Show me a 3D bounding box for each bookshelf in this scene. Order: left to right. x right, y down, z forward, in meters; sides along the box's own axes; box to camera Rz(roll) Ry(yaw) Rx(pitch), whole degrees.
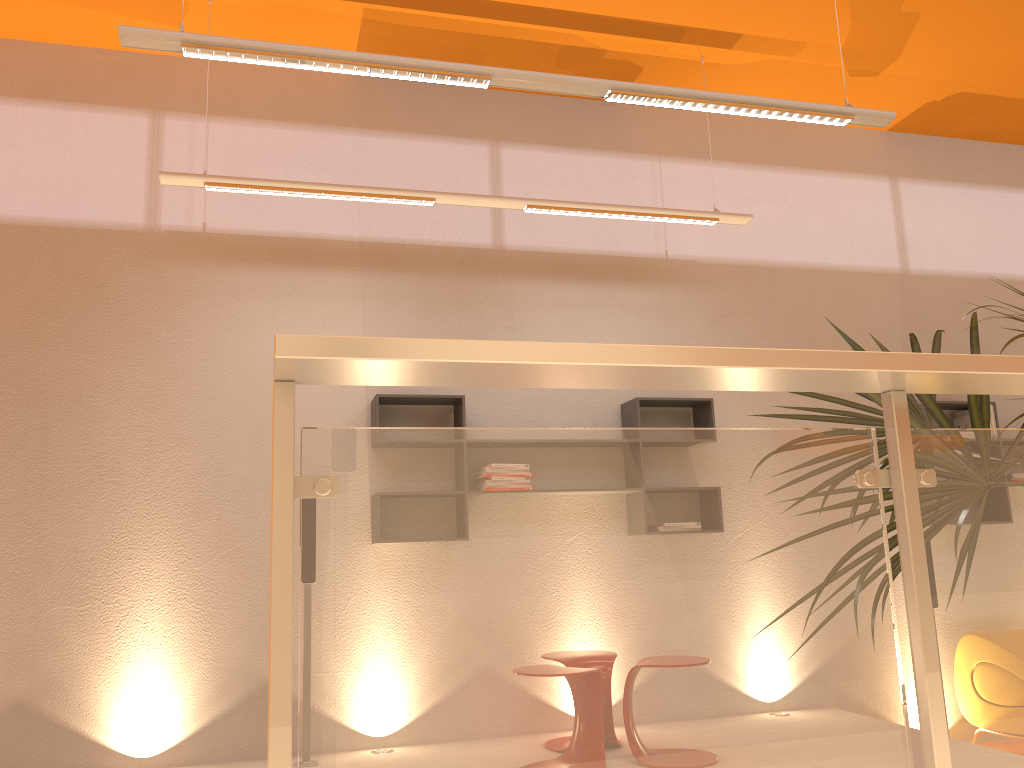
[{"bbox_3d":[0.904,1.152,5.096,3.370,2.145,0.322,0,-11,-13],"label":"bookshelf"},{"bbox_3d":[3.652,0.535,6.002,2.000,0.790,0.252,1,-11,-15],"label":"bookshelf"}]

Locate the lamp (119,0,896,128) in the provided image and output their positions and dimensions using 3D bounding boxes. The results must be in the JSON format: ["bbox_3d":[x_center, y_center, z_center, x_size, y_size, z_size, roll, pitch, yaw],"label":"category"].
[{"bbox_3d":[0.135,-1.696,3.671,3.195,1.052,0.120,1,-11,-15],"label":"lamp"}]

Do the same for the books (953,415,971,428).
[{"bbox_3d":[3.009,0.294,5.861,0.023,0.169,0.230,1,-11,-15],"label":"books"}]

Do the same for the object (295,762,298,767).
[{"bbox_3d":[-1.031,1.220,4.476,0.111,1.317,0.116,2,-12,-19],"label":"object"}]

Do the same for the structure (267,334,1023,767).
[{"bbox_3d":[5.028,0.482,2.550,11.050,0.900,0.195,1,-11,-15],"label":"structure"}]

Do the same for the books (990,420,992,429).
[{"bbox_3d":[3.086,0.297,5.892,0.027,0.169,0.230,1,-11,-15],"label":"books"}]

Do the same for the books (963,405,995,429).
[{"bbox_3d":[3.109,0.268,5.895,0.017,0.227,0.230,1,-11,-15],"label":"books"}]

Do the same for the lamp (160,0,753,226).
[{"bbox_3d":[-0.185,-1.460,4.834,3.195,1.052,0.120,1,-11,-15],"label":"lamp"}]

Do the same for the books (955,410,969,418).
[{"bbox_3d":[3.034,0.277,5.886,0.021,0.210,0.207,1,-11,-15],"label":"books"}]

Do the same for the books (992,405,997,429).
[{"bbox_3d":[3.125,0.269,5.907,0.017,0.227,0.230,1,-11,-15],"label":"books"}]

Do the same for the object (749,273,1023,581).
[{"bbox_3d":[2.149,0.544,2.584,3.241,2.600,3.098,-1,-11,-7],"label":"object"}]
